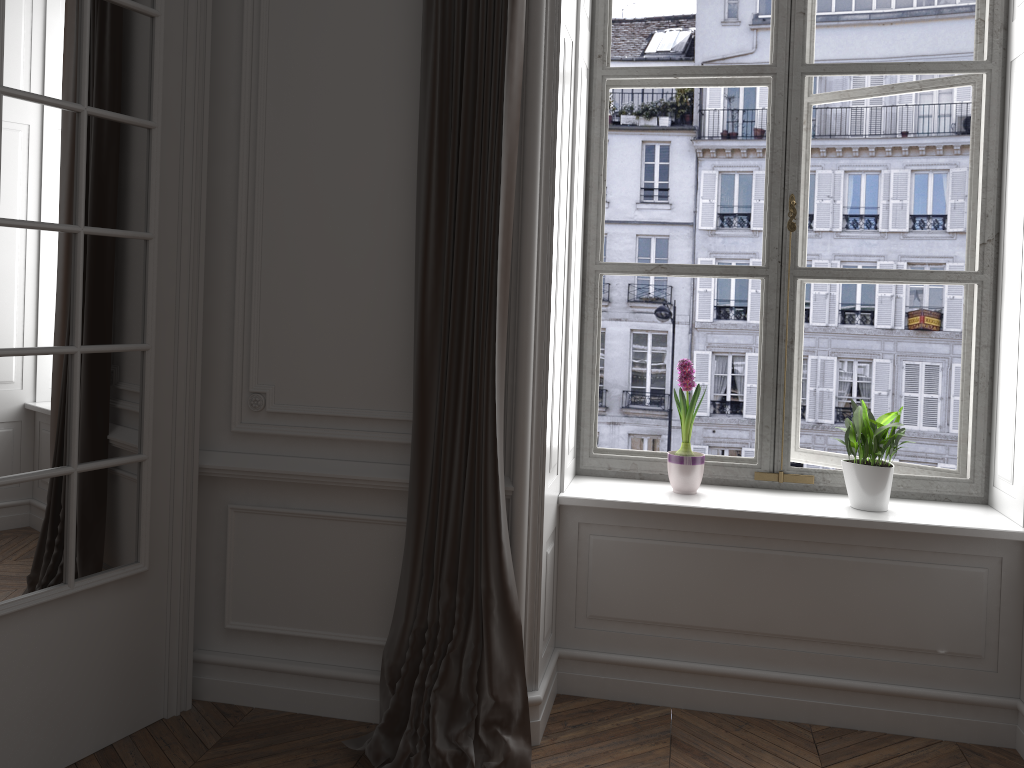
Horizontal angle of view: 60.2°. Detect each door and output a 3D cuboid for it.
[{"bbox_3d":[-1.377,-0.258,2.150,0.086,2.733,1.565,2,2,27],"label":"door"}]

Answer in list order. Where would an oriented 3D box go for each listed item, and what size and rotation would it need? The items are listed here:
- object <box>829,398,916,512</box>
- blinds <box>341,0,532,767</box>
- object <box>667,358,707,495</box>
[{"bbox_3d":[1.211,0.233,2.970,0.215,0.369,0.285,2,3,-11],"label":"object"},{"bbox_3d":[-0.157,-0.459,2.562,0.581,3.099,0.310,2,1,16],"label":"blinds"},{"bbox_3d":[0.620,0.146,3.127,0.129,0.475,0.129,1,1,-29],"label":"object"}]
